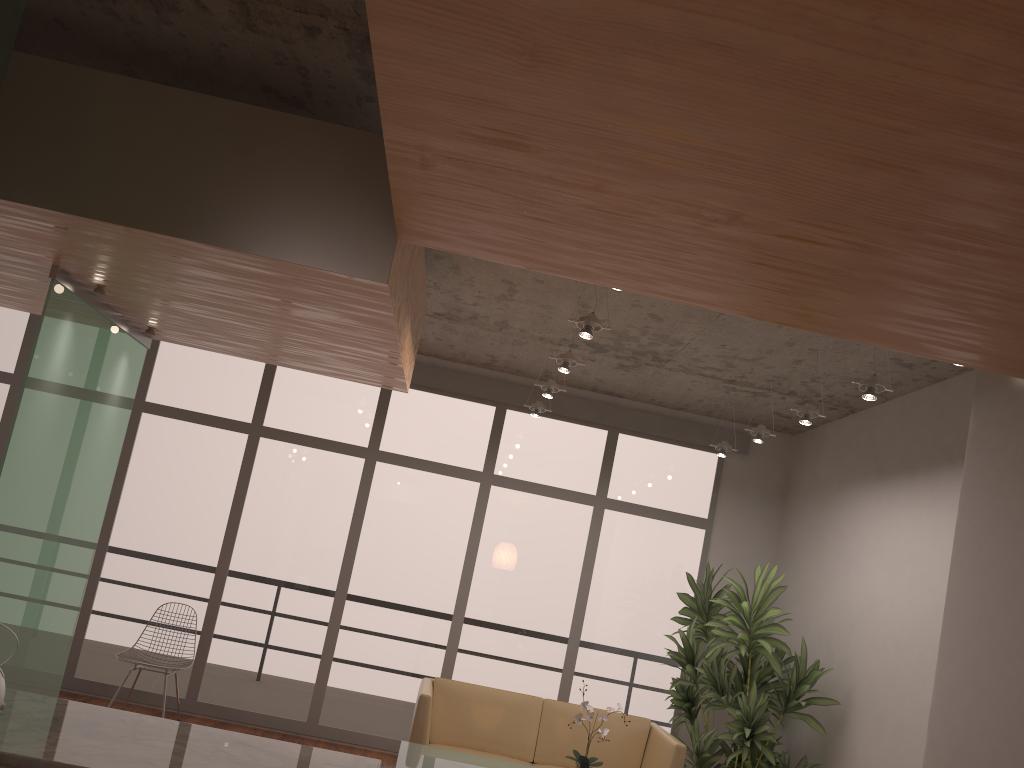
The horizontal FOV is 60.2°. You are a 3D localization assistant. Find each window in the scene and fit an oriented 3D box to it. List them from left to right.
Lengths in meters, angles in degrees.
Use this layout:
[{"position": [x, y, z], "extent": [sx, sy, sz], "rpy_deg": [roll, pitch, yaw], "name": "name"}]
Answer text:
[{"position": [-2.364, 1.143, 7.513], "extent": [8.565, 3.241, 0.063], "rpy_deg": [12, -7, -3], "name": "window"}]

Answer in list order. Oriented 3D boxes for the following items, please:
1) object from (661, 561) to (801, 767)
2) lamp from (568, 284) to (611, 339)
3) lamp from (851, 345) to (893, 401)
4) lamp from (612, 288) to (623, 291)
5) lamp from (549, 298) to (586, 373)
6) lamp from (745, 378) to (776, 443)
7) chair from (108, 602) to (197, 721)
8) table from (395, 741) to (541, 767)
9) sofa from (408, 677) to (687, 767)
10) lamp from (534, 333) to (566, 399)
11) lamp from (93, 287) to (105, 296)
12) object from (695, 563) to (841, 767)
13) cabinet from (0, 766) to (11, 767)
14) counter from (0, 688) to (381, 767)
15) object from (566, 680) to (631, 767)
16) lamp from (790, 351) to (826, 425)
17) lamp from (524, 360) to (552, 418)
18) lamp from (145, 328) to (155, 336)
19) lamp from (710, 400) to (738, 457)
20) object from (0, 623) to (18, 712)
[{"position": [1.682, 2.479, 6.973], "extent": [1.078, 2.079, 0.981], "rpy_deg": [9, -8, 15], "name": "object"}, {"position": [0.435, -0.471, 4.595], "extent": [0.201, 0.477, 0.134], "rpy_deg": [17, -9, -35], "name": "lamp"}, {"position": [1.931, -0.149, 4.672], "extent": [0.201, 0.477, 0.134], "rpy_deg": [17, -9, -35], "name": "lamp"}, {"position": [0.501, -0.638, 3.782], "extent": [0.201, 0.477, 0.134], "rpy_deg": [17, -9, -35], "name": "lamp"}, {"position": [0.369, -0.304, 5.409], "extent": [0.201, 0.477, 0.134], "rpy_deg": [17, -9, -35], "name": "lamp"}, {"position": [1.800, 0.184, 6.298], "extent": [0.201, 0.477, 0.134], "rpy_deg": [17, -9, -35], "name": "lamp"}, {"position": [-2.774, 2.171, 6.896], "extent": [0.543, 0.889, 0.568], "rpy_deg": [12, -9, -2], "name": "chair"}, {"position": [0.236, 2.494, 4.808], "extent": [1.871, 0.553, 0.953], "rpy_deg": [12, -11, -3], "name": "table"}, {"position": [0.170, 2.624, 6.095], "extent": [1.802, 0.827, 0.891], "rpy_deg": [12, -10, -3], "name": "sofa"}, {"position": [0.303, -0.137, 6.222], "extent": [0.201, 0.477, 0.134], "rpy_deg": [17, -9, -35], "name": "lamp"}, {"position": [-1.977, -0.665, 4.353], "extent": [0.104, 0.465, 0.153], "rpy_deg": [16, -9, -30], "name": "lamp"}, {"position": [1.750, 2.344, 6.303], "extent": [0.965, 2.079, 1.096], "rpy_deg": [10, -8, 10], "name": "object"}, {"position": [-1.199, 0.488, 1.055], "extent": [1.915, 2.245, 4.306], "rpy_deg": [12, -11, -2], "name": "cabinet"}, {"position": [-0.532, 0.366, 1.727], "extent": [3.218, 1.330, 3.112], "rpy_deg": [12, -11, -2], "name": "counter"}, {"position": [0.434, 1.952, 4.854], "extent": [0.298, 0.582, 0.375], "rpy_deg": [13, -9, -8], "name": "object"}, {"position": [1.865, 0.017, 5.485], "extent": [0.201, 0.477, 0.134], "rpy_deg": [17, -9, -35], "name": "lamp"}, {"position": [0.237, 0.030, 7.035], "extent": [0.201, 0.477, 0.134], "rpy_deg": [17, -9, -35], "name": "lamp"}, {"position": [-2.038, -0.510, 5.109], "extent": [0.104, 0.465, 0.153], "rpy_deg": [16, -9, -30], "name": "lamp"}, {"position": [1.734, 0.351, 7.111], "extent": [0.201, 0.477, 0.134], "rpy_deg": [17, -9, -35], "name": "lamp"}, {"position": [-1.674, 0.850, 2.701], "extent": [0.261, 0.301, 0.266], "rpy_deg": [9, -10, 14], "name": "object"}]
